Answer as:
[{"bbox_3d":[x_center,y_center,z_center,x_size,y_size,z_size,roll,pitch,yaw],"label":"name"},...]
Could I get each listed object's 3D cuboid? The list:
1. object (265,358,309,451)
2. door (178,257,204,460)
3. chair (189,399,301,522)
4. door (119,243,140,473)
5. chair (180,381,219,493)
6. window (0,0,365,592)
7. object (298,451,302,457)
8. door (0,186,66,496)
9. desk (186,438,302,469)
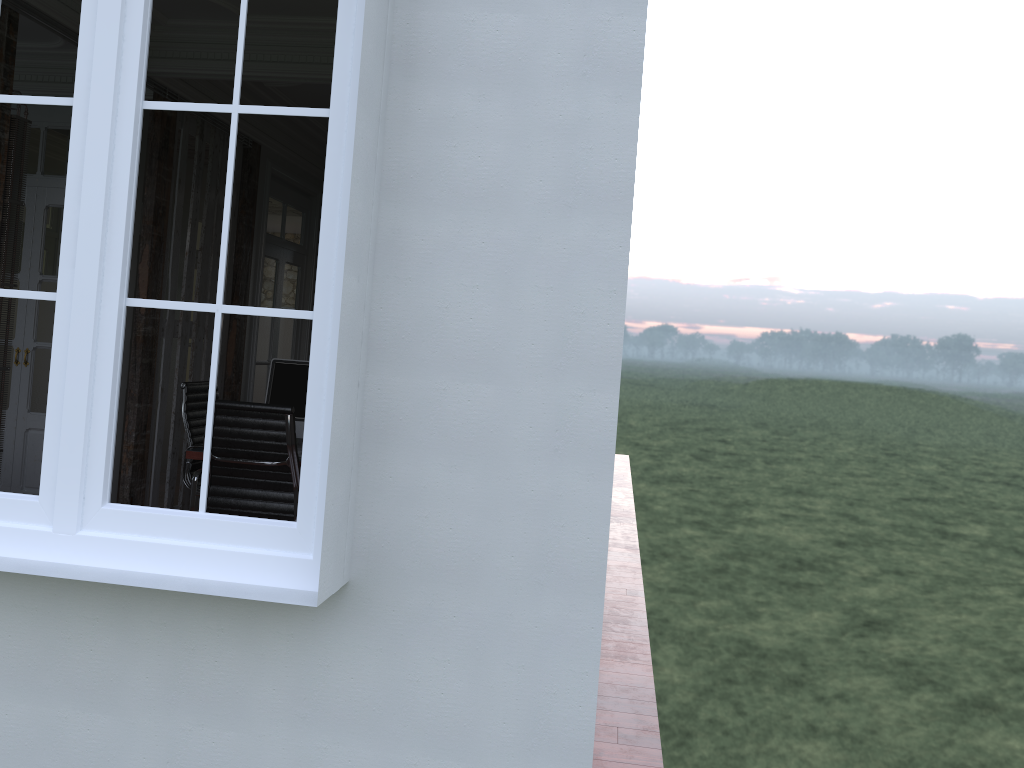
[{"bbox_3d":[-1.088,0.120,4.788,0.484,0.485,0.189,4,-1,7],"label":"object"},{"bbox_3d":[-3.319,-0.277,9.338,0.041,2.088,1.075,4,-1,7],"label":"door"},{"bbox_3d":[-1.251,0.586,4.392,0.666,1.024,0.698,4,0,11],"label":"chair"},{"bbox_3d":[-3.531,-0.231,7.574,0.041,2.088,1.075,4,-1,7],"label":"door"},{"bbox_3d":[-1.695,0.516,5.412,0.699,1.024,0.665,4,0,1],"label":"chair"},{"bbox_3d":[-1.138,-0.506,2.481,1.528,1.987,0.127,4,-1,7],"label":"window"},{"bbox_3d":[-1.158,0.356,4.566,0.439,0.017,0.118,5,2,7],"label":"object"},{"bbox_3d":[-3.138,-0.186,5.696,1.058,2.182,0.040,4,-1,7],"label":"door"},{"bbox_3d":[-0.870,0.715,5.600,1.301,0.728,2.506,4,2,7],"label":"desk"}]
